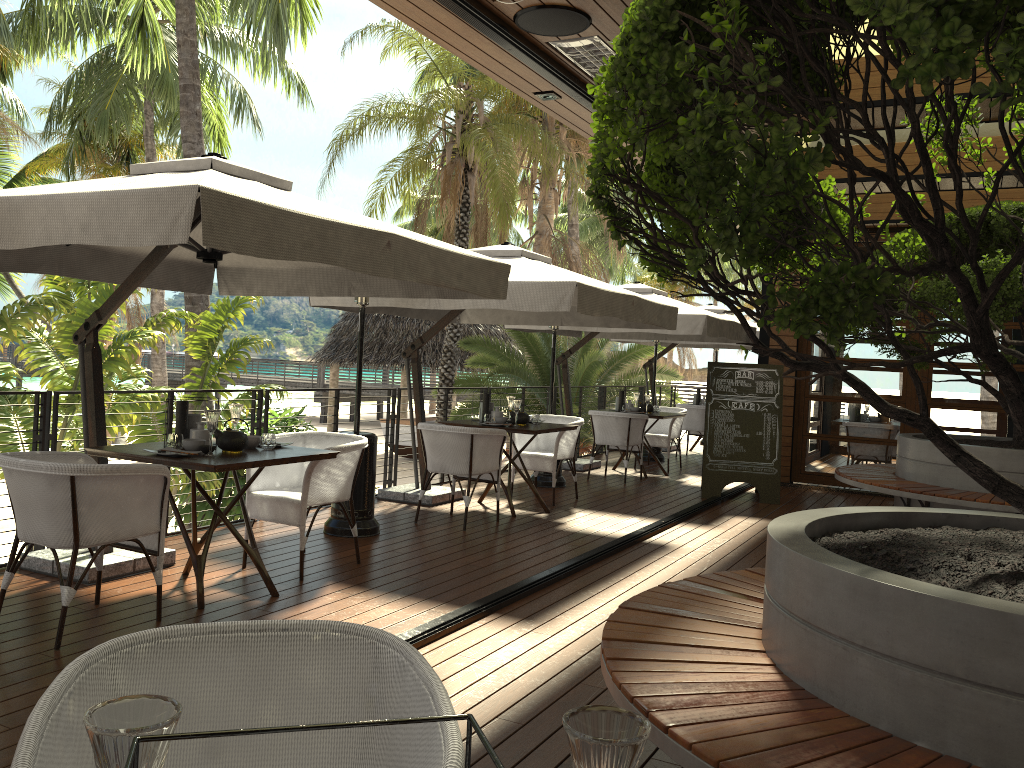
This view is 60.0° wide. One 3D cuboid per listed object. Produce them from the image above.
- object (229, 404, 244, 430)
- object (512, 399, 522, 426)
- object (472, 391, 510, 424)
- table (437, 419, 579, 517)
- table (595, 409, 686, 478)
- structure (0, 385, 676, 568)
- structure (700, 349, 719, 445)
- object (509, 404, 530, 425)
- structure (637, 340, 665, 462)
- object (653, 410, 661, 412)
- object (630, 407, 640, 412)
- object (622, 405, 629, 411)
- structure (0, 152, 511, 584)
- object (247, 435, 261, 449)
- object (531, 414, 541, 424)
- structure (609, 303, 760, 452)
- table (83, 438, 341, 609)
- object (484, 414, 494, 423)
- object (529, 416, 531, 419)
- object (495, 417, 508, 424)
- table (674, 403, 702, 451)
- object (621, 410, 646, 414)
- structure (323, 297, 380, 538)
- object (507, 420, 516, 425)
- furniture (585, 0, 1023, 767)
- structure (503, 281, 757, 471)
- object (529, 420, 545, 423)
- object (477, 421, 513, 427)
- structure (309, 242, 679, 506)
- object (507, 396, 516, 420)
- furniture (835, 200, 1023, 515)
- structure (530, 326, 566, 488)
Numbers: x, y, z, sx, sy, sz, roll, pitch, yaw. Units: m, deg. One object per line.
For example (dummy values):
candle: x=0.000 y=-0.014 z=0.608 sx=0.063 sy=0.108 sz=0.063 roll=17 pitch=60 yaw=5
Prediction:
object: x=-1.565 y=0.228 z=5.015 sx=0.082 sy=0.227 sz=0.082 roll=3 pitch=1 yaw=28
object: x=0.039 y=0.241 z=7.450 sx=0.082 sy=0.227 sz=0.082 roll=3 pitch=1 yaw=17
object: x=-0.189 y=0.205 z=7.819 sx=0.263 sy=0.264 sz=0.263 roll=3 pitch=1 yaw=-18
table: x=-0.038 y=0.720 z=7.759 sx=0.932 sy=0.749 sz=0.931 roll=3 pitch=1 yaw=27
table: x=1.521 y=0.716 z=10.765 sx=0.932 sy=0.749 sz=0.931 roll=3 pitch=1 yaw=27
structure: x=-3.113 y=0.619 z=4.398 sx=0.163 sy=1.153 sz=26.263 roll=3 pitch=2 yaw=27
structure: x=3.512 y=-0.034 z=15.335 sx=0.699 sy=2.192 sz=0.699 roll=3 pitch=1 yaw=15
object: x=0.075 y=0.264 z=7.678 sx=0.163 sy=0.179 sz=0.168 roll=3 pitch=1 yaw=29
structure: x=1.989 y=-0.030 z=12.400 sx=0.699 sy=2.192 sz=0.699 roll=3 pitch=1 yaw=15
object: x=1.693 y=0.329 z=11.053 sx=0.295 sy=0.025 sz=0.170 roll=4 pitch=2 yaw=27
object: x=1.465 y=0.311 z=10.566 sx=0.116 sy=0.065 sz=0.116 roll=4 pitch=2 yaw=31
object: x=1.358 y=0.294 z=10.598 sx=0.086 sy=0.086 sz=0.086 roll=4 pitch=1 yaw=32
structure: x=-1.645 y=-0.066 z=4.750 sx=2.414 sy=2.332 sz=2.413 roll=3 pitch=1 yaw=27
object: x=-1.444 y=0.322 z=4.901 sx=0.116 sy=0.065 sz=0.116 roll=3 pitch=1 yaw=26
object: x=0.214 y=0.312 z=7.855 sx=0.086 sy=0.086 sz=0.086 roll=4 pitch=1 yaw=32
structure: x=3.020 y=-0.079 z=13.741 sx=2.414 sy=2.332 sz=2.413 roll=3 pitch=1 yaw=27
table: x=-1.597 y=0.725 z=4.753 sx=0.932 sy=0.749 sz=0.931 roll=3 pitch=1 yaw=27
object: x=-0.198 y=0.299 z=7.598 sx=0.086 sy=0.086 sz=0.086 roll=4 pitch=1 yaw=32
object: x=0.108 y=0.317 z=7.891 sx=0.116 sy=0.065 sz=0.116 roll=3 pitch=1 yaw=26
object: x=-0.092 y=0.316 z=7.566 sx=0.116 sy=0.065 sz=0.116 roll=3 pitch=1 yaw=26
table: x=3.081 y=0.711 z=13.770 sx=0.932 sy=0.749 sz=0.931 roll=3 pitch=1 yaw=27
object: x=1.434 y=0.334 z=10.405 sx=0.295 sy=0.025 sz=0.170 roll=4 pitch=2 yaw=27
structure: x=-1.109 y=-0.021 z=6.428 sx=0.699 sy=2.192 sz=0.699 roll=3 pitch=1 yaw=15
object: x=-0.005 y=0.333 z=7.522 sx=0.080 sy=0.042 sz=0.080 roll=3 pitch=1 yaw=-11
furniture: x=1.515 y=-0.018 z=2.334 sx=2.617 sy=2.722 sz=2.694 roll=3 pitch=1 yaw=18
structure: x=1.465 y=-0.075 z=10.744 sx=2.414 sy=2.332 sz=2.413 roll=3 pitch=1 yaw=27
object: x=0.137 y=0.334 z=8.053 sx=0.295 sy=0.025 sz=0.170 roll=4 pitch=2 yaw=27
object: x=-0.122 y=0.339 z=7.405 sx=0.295 sy=0.025 sz=0.170 roll=4 pitch=2 yaw=27
structure: x=-0.090 y=-0.070 z=7.747 sx=2.414 sy=2.332 sz=2.413 roll=3 pitch=1 yaw=27
object: x=-0.014 y=0.224 z=8.005 sx=0.082 sy=0.227 sz=0.082 roll=3 pitch=1 yaw=28
furniture: x=3.963 y=-0.021 z=6.902 sx=2.569 sy=2.722 sz=2.720 roll=3 pitch=1 yaw=-8
structure: x=0.424 y=-0.025 z=9.384 sx=0.699 sy=2.192 sz=0.699 roll=3 pitch=1 yaw=15
